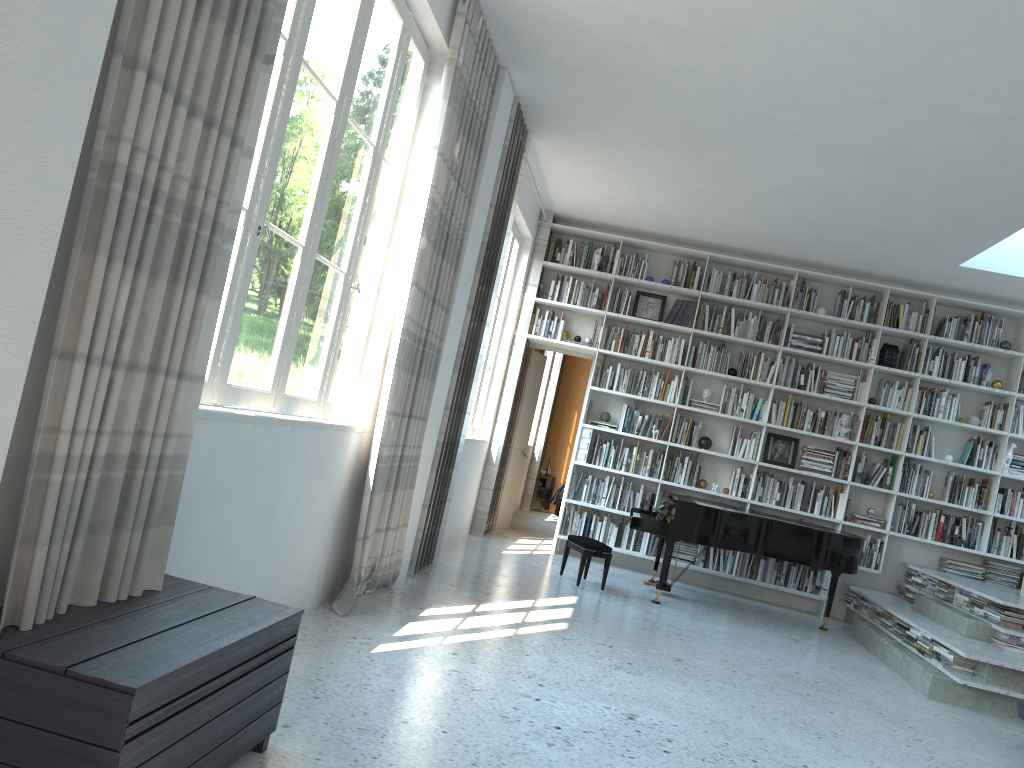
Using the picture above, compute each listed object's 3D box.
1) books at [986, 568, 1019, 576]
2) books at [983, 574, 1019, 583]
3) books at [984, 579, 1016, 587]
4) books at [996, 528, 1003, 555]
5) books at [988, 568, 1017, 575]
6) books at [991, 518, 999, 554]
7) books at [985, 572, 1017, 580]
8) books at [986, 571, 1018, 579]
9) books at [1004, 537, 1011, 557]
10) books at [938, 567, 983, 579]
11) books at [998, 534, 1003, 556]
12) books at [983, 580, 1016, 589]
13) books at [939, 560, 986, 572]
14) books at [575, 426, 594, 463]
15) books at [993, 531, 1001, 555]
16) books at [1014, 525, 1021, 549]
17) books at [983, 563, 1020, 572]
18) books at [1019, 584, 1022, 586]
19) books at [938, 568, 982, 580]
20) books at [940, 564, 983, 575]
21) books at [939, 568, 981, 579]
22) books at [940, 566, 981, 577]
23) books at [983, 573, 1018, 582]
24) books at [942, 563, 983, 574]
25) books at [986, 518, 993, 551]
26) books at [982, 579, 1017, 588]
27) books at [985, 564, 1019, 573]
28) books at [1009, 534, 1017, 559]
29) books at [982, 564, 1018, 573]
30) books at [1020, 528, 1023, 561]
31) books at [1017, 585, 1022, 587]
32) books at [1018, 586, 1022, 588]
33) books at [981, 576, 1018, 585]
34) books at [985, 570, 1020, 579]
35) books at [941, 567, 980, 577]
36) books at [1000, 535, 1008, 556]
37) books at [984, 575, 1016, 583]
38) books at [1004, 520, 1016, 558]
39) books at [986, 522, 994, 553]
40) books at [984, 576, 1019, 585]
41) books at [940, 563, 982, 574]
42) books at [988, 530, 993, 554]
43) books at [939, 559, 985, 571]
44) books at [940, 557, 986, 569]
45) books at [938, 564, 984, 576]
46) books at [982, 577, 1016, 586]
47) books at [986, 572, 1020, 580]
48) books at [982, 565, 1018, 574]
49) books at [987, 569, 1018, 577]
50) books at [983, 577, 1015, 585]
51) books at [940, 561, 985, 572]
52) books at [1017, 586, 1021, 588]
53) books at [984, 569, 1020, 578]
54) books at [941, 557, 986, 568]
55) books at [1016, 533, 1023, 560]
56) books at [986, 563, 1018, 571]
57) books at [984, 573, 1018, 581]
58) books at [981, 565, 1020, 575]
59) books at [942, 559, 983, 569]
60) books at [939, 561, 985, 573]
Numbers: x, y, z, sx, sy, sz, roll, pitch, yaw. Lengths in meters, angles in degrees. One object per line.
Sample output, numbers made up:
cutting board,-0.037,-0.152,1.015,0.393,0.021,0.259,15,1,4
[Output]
books,4.468,1.716,8.124,0.285,0.005,0.159,12,-3,6
books,4.459,1.775,8.121,0.285,0.007,0.159,12,-3,10
books,4.447,1.814,8.116,0.254,0.007,0.161,12,-3,12
books,4.447,1.443,8.136,0.015,0.243,0.156,12,-2,8
books,4.470,1.711,8.126,0.254,0.006,0.161,12,-3,7
books,4.423,1.396,8.164,0.013,0.327,0.131,12,-2,8
books,4.463,1.755,8.124,0.254,0.007,0.161,12,-3,9
books,4.466,1.741,8.125,0.254,0.007,0.161,12,-3,9
books,4.513,1.487,8.130,0.024,0.185,0.149,12,-3,8
books,4.124,1.736,8.160,0.345,0.007,0.193,12,-3,13
books,4.464,1.464,8.144,0.025,0.210,0.137,12,-2,8
books,4.444,1.828,8.117,0.254,0.007,0.161,12,-3,11
books,4.143,1.671,8.162,0.345,0.007,0.193,12,-3,3
books,0.708,0.594,8.652,0.106,0.340,0.307,12,-3,8
books,4.427,1.454,8.149,0.023,0.214,0.163,12,-2,8
books,4.609,1.448,8.138,0.010,0.304,0.131,12,-2,8
books,4.479,1.679,8.123,0.285,0.005,0.159,12,-3,5
books,4.812,1.875,8.073,0.327,0.008,0.207,12,-3,8
books,4.121,1.751,8.162,0.345,0.007,0.193,12,-3,12
books,4.132,1.707,8.162,0.308,0.008,0.195,12,-3,3
books,4.123,1.744,8.163,0.308,0.008,0.195,12,-3,4
books,4.128,1.722,8.169,0.308,0.008,0.195,12,-3,10
books,4.459,1.768,8.117,0.254,0.007,0.161,12,-3,4
books,4.138,1.693,8.162,0.308,0.008,0.195,12,-3,13
books,4.363,1.377,8.160,0.014,0.337,0.132,12,-2,8
books,4.447,1.822,8.125,0.285,0.007,0.159,12,-3,8
books,4.478,1.684,8.121,0.254,0.006,0.161,12,-3,12
books,4.567,1.482,8.119,0.052,0.217,0.184,12,-3,8
books,4.473,1.689,8.120,0.285,0.005,0.159,12,-3,4
books,4.670,1.464,8.068,0.075,0.291,0.255,12,-3,8
books,4.811,1.882,8.071,0.367,0.007,0.206,12,-3,9
books,4.808,1.889,8.064,0.327,0.008,0.207,12,-3,11
books,4.451,1.794,8.116,0.285,0.007,0.159,12,-3,4
books,4.467,1.735,8.125,0.285,0.007,0.159,12,-3,9
books,4.126,1.729,8.164,0.308,0.008,0.195,12,-3,12
books,4.488,1.481,8.140,0.030,0.188,0.140,12,-2,8
books,4.457,1.781,8.117,0.254,0.007,0.161,12,-3,4
books,4.547,1.418,8.127,0.014,0.333,0.169,12,-2,8
books,4.372,1.405,8.160,0.015,0.286,0.138,12,-2,8
books,4.455,1.788,8.114,0.285,0.007,0.159,12,-3,13
books,4.135,1.701,8.175,0.308,0.008,0.195,12,-3,8
books,4.389,1.447,8.166,0.033,0.213,0.140,12,-2,8
books,4.145,1.665,8.171,0.345,0.007,0.193,12,-3,10
books,4.149,1.650,8.171,0.345,0.007,0.193,12,-3,6
books,4.131,1.715,8.169,0.345,0.007,0.193,12,-3,6
books,4.450,1.808,8.124,0.254,0.007,0.161,12,-3,8
books,4.463,1.747,8.115,0.285,0.007,0.159,12,-3,3
books,4.472,1.700,8.127,0.285,0.005,0.159,12,-3,7
books,4.468,1.721,8.128,0.254,0.006,0.161,12,-3,8
books,4.451,1.801,8.123,0.254,0.007,0.161,12,-3,9
books,4.142,1.679,8.170,0.345,0.007,0.193,12,-3,10
books,4.806,1.897,8.061,0.327,0.008,0.207,12,-3,4
books,4.469,1.728,8.128,0.285,0.007,0.159,12,-3,8
books,4.150,1.643,8.172,0.345,0.007,0.193,12,-3,10
books,4.619,1.482,8.116,0.031,0.239,0.172,12,-2,8
books,4.480,1.674,8.119,0.254,0.006,0.161,12,-3,3
books,4.460,1.761,8.117,0.285,0.007,0.159,12,-3,4
books,4.471,1.705,8.127,0.285,0.005,0.159,12,-3,9
books,4.147,1.658,8.171,0.308,0.008,0.195,12,-3,10
books,4.140,1.686,8.167,0.345,0.007,0.193,12,-3,5
